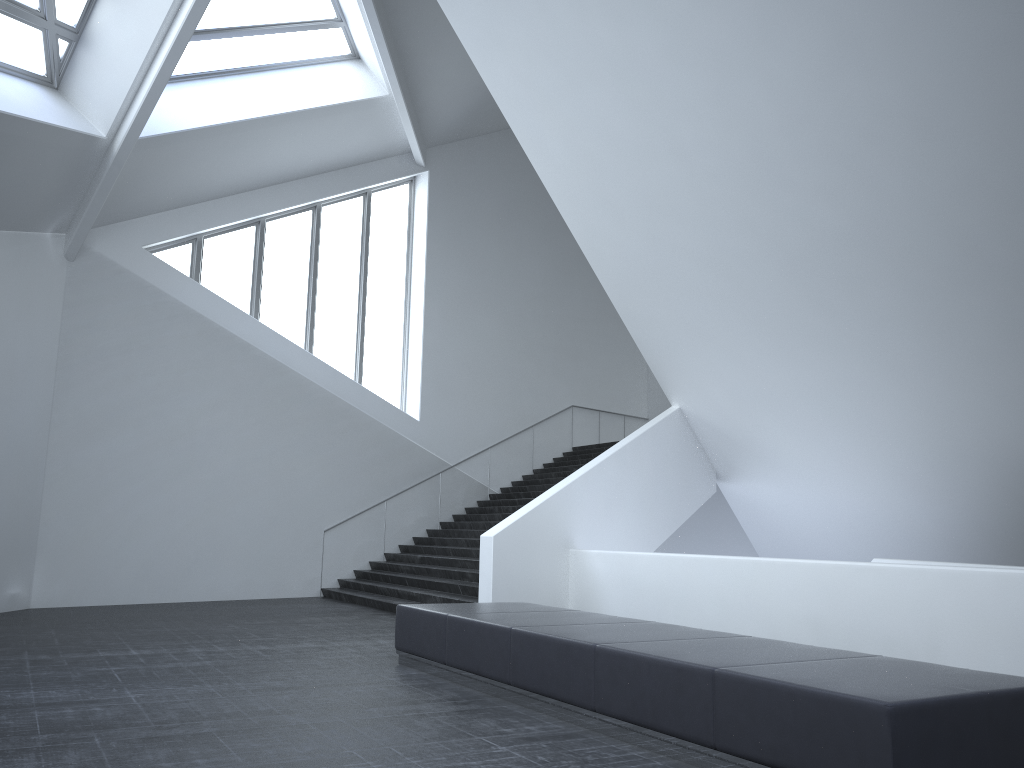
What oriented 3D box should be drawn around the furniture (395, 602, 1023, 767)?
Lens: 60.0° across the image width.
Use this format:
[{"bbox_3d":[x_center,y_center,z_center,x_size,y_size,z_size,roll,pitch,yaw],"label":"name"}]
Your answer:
[{"bbox_3d":[0.908,2.193,6.783,1.488,0.580,5.742,7,-11,-29],"label":"furniture"}]
